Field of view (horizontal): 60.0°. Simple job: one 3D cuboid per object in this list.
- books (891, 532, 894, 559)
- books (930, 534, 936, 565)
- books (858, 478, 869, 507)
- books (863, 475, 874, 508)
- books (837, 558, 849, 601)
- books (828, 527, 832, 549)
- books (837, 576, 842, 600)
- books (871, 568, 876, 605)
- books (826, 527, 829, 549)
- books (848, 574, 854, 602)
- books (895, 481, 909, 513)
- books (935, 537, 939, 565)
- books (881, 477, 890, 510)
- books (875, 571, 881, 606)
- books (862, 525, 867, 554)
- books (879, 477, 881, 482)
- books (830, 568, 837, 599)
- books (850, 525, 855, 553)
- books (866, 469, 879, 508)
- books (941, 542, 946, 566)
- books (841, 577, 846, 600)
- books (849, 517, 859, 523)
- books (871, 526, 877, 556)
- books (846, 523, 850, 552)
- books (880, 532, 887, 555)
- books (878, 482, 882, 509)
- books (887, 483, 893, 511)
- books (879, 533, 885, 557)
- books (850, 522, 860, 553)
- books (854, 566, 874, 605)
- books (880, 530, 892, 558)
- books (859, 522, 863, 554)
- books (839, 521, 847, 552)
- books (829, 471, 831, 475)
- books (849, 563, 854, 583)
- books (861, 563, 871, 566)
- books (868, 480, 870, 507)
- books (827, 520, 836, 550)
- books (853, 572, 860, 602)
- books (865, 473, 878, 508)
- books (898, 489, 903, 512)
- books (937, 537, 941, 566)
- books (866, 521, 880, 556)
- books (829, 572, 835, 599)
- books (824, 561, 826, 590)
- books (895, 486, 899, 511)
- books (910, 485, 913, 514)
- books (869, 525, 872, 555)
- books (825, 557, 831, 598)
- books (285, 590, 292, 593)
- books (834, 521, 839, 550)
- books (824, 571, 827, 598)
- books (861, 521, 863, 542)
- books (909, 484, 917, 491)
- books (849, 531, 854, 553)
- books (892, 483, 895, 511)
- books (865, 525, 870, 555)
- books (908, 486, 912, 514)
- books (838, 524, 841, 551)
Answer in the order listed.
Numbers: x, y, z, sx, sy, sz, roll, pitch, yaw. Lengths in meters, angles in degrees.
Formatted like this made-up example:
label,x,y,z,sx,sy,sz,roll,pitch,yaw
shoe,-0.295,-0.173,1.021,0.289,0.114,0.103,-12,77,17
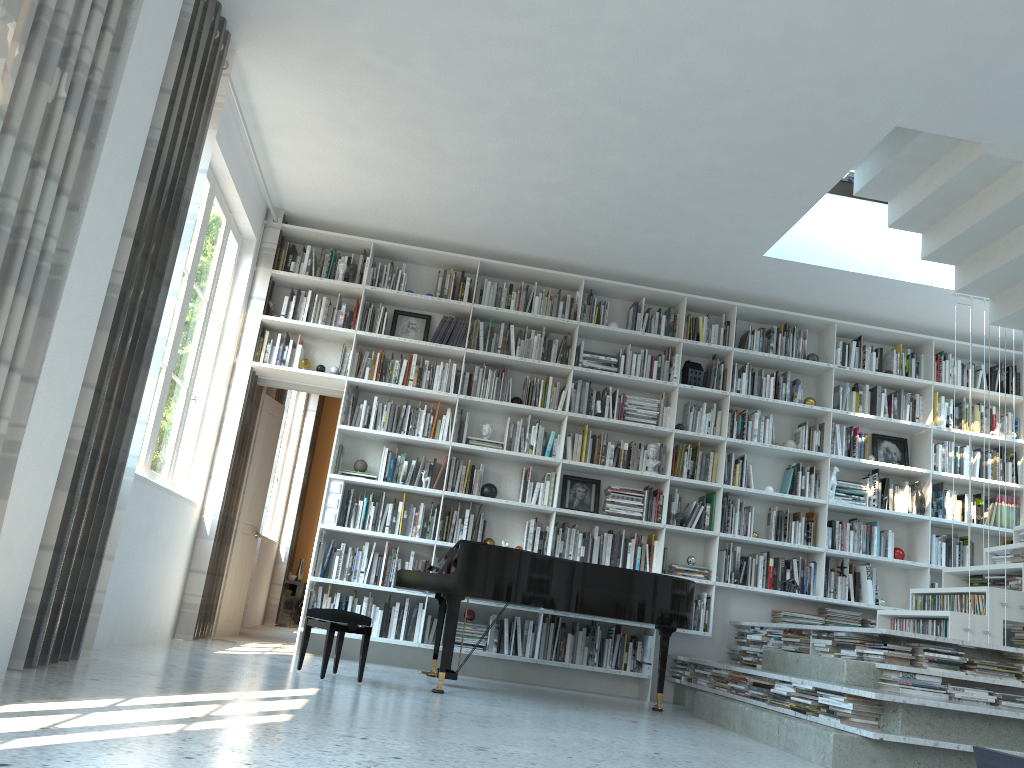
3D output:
label,x,y,z,sx,sy,sz,roll,pitch,yaw
books,2.971,1.292,7.028,0.027,0.222,0.170,9,-14,-5
books,3.305,1.329,7.050,0.024,0.251,0.176,9,-14,-5
books,2.812,0.891,7.104,0.012,0.253,0.161,9,-14,-5
books,2.855,0.885,7.121,0.012,0.284,0.160,9,-14,-5
books,2.580,1.532,6.921,0.014,0.332,0.169,9,-14,-5
books,2.466,1.228,6.977,0.022,0.183,0.163,9,-14,-5
books,2.523,1.597,6.910,0.030,0.187,0.140,9,-14,-5
books,2.789,1.588,6.930,0.025,0.286,0.160,9,-14,-5
books,2.444,1.224,6.978,0.023,0.186,0.160,9,-14,-5
books,2.605,1.593,6.910,0.052,0.216,0.185,9,-14,-5
books,3.119,0.929,7.119,0.021,0.270,0.192,9,-14,-5
books,3.333,1.344,7.058,0.037,0.235,0.153,9,-14,-5
books,2.955,0.899,7.114,0.059,0.281,0.167,9,-14,-5
books,2.830,1.603,6.941,0.062,0.273,0.148,9,-14,-5
books,2.747,1.245,7.016,0.026,0.246,0.166,9,-14,-5
books,2.918,0.897,7.124,0.013,0.279,0.131,9,-14,-5
books,2.481,1.560,6.901,0.015,0.243,0.157,9,-14,-5
books,2.653,1.237,7.001,0.012,0.229,0.179,9,-14,-5
books,2.884,0.856,7.103,0.010,0.338,0.180,9,-14,-5
books,3.386,1.368,7.055,0.029,0.201,0.173,9,-14,-5
books,2.550,1.601,6.905,0.024,0.184,0.149,9,-14,-5
books,2.698,1.210,7.012,0.013,0.298,0.148,9,-14,-5
books,2.824,1.254,7.004,0.023,0.243,0.190,9,-14,-5
books,2.608,1.225,7.001,0.026,0.238,0.177,9,-14,-5
books,2.914,1.287,7.030,0.037,0.218,0.140,9,-14,-5
books,2.896,0.911,7.100,0.030,0.236,0.179,9,-14,-5
books,3.007,0.929,7.120,0.031,0.241,0.147,9,-14,-5
books,2.882,1.286,7.010,0.030,0.200,0.190,9,-14,-5
books,2.678,1.222,6.984,0.028,0.254,0.192,9,-14,-5
books,2.716,1.565,6.890,0.075,0.290,0.255,9,-14,-5
books,2.946,1.281,7.026,0.025,0.235,0.181,9,-14,-5
books,2.710,1.225,6.992,0.012,0.261,0.187,9,-14,-5
books,2.576,1.213,6.984,0.045,0.245,0.186,9,-14,-5
books,2.496,0.836,7.090,0.028,0.266,0.138,9,-14,-5
books,2.638,1.562,6.944,0.010,0.303,0.132,9,-14,-5
books,2.771,1.571,6.954,0.012,0.325,0.136,9,-14,-5
books,2.826,0.901,7.122,0.023,0.246,0.138,9,-14,-5
books,2.497,1.203,6.984,0.047,0.243,0.177,9,-14,-5
books,2.656,1.591,6.920,0.031,0.239,0.172,9,-14,-5
books,2.871,0.874,7.098,0.011,0.299,0.184,9,-14,-5
books,3.090,0.959,7.133,0.025,0.212,0.156,9,-14,-5
books,3.363,1.346,7.063,0.022,0.241,0.151,9,-14,-5
books,2.851,1.236,7.015,0.026,0.289,0.181,9,-14,-5
books,2.460,1.573,6.906,0.023,0.213,0.164,9,-14,-5
books,2.401,1.528,6.910,0.015,0.286,0.138,9,-14,-5
books,3.064,0.946,7.140,0.028,0.234,0.129,9,-14,-5
books,3.179,0.951,7.138,0.024,0.254,0.145,9,-14,-5
books,2.804,1.252,7.027,0.012,0.253,0.161,9,-14,-5
books,2.449,1.519,6.929,0.013,0.326,0.131,9,-14,-5
books,-2.699,2.433,10.433,0.133,0.022,0.189,-7,-21,44
books,2.531,1.210,6.998,0.024,0.246,0.143,9,-14,-5
books,2.418,1.570,6.914,0.033,0.213,0.140,9,-14,-5
books,2.730,1.229,7.015,0.011,0.271,0.152,9,-14,-5
books,3.254,0.953,7.163,0.029,0.283,0.139,9,-14,-5
books,2.632,1.254,6.984,0.027,0.181,0.186,9,-14,-5
books,3.036,0.934,7.141,0.031,0.249,0.133,9,-14,-5
books,2.769,1.242,6.999,0.014,0.248,0.177,9,-14,-5
books,3.148,0.950,7.120,0.041,0.238,0.177,9,-14,-5
books,2.548,1.221,6.984,0.011,0.222,0.163,9,-14,-5
